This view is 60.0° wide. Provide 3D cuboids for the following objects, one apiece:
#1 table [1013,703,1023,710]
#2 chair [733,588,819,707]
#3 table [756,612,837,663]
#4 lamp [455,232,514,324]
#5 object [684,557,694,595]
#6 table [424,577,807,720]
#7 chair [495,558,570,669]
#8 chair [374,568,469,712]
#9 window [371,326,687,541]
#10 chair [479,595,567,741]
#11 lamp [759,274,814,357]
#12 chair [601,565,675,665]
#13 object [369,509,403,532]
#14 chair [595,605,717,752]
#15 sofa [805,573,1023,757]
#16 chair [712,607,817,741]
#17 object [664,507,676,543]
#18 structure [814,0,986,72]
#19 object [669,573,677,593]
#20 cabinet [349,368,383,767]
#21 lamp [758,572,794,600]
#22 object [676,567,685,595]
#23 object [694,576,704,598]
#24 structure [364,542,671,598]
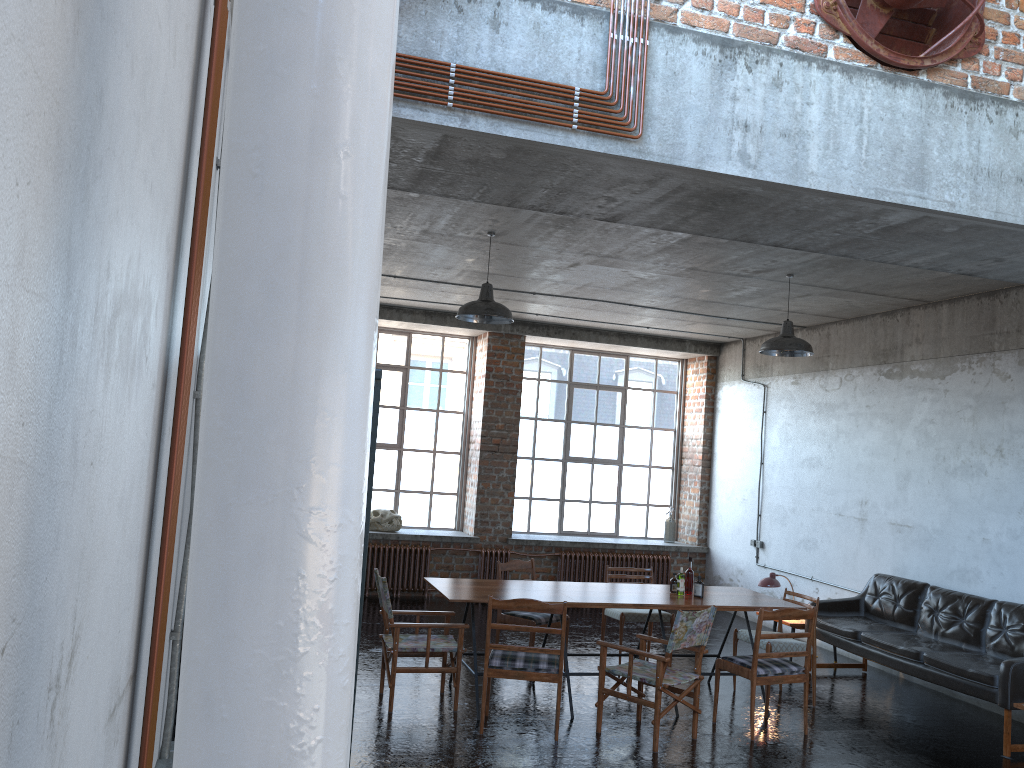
[{"bbox_3d":[4.154,2.594,6.309,0.811,0.458,0.649,5,-5,-16],"label":"table"},{"bbox_3d":[2.395,2.365,8.004,0.577,0.971,0.589,5,-5,-16],"label":"chair"},{"bbox_3d":[3.183,2.783,9.661,0.811,0.458,0.649,5,-5,-16],"label":"table"},{"bbox_3d":[-0.202,-0.992,7.608,0.502,0.891,0.502,5,-4,-12],"label":"lamp"},{"bbox_3d":[1.568,1.693,7.830,0.075,0.324,0.075,3,-4,9],"label":"object"},{"bbox_3d":[0.839,2.248,7.589,3.112,0.917,1.067,5,-5,-16],"label":"table"},{"bbox_3d":[0.192,2.228,8.476,0.509,1.028,0.573,1,-6,39],"label":"chair"},{"bbox_3d":[-0.760,2.041,7.098,0.713,1.031,0.574,5,-5,-16],"label":"chair"},{"bbox_3d":[3.498,2.783,14.523,19.864,12.900,0.747,5,-5,-16],"label":"window"},{"bbox_3d":[0.093,2.077,6.610,0.573,1.028,0.509,4,-4,4],"label":"chair"},{"bbox_3d":[2.622,-0.730,8.411,0.502,0.891,0.502,5,-4,-12],"label":"lamp"},{"bbox_3d":[1.253,2.356,8.945,0.589,0.971,0.577,5,-5,-16],"label":"chair"},{"bbox_3d":[-1.819,1.867,12.201,0.418,0.305,0.625,8,-6,-42],"label":"object"},{"bbox_3d":[1.071,2.135,6.630,0.713,1.031,0.574,0,-6,44],"label":"chair"},{"bbox_3d":[3.808,2.399,8.064,0.929,1.045,2.610,5,-5,-16],"label":"sofa"},{"bbox_3d":[1.995,2.245,7.030,0.573,1.028,0.509,6,-5,-26],"label":"chair"},{"bbox_3d":[2.413,2.144,13.519,0.172,0.551,0.172,2,-5,28],"label":"object"},{"bbox_3d":[2.045,-2.193,4.741,1.058,1.096,0.808,5,-5,-16],"label":"structure"},{"bbox_3d":[1.439,1.765,7.868,0.077,0.173,0.077,7,-5,-30],"label":"object"},{"bbox_3d":[-1.144,1.128,4.152,0.572,2.297,2.386,5,-5,-16],"label":"cabinet"},{"bbox_3d":[2.875,2.284,9.583,0.496,0.492,0.220,6,-5,-24],"label":"lamp"},{"bbox_3d":[1.479,1.724,7.761,0.070,0.235,0.041,5,-5,-16],"label":"object"},{"bbox_3d":[1.626,1.761,7.711,0.051,0.180,0.097,8,-6,-44],"label":"object"},{"bbox_3d":[-0.233,2.621,12.237,5.349,0.713,0.232,5,-5,-16],"label":"structure"}]
